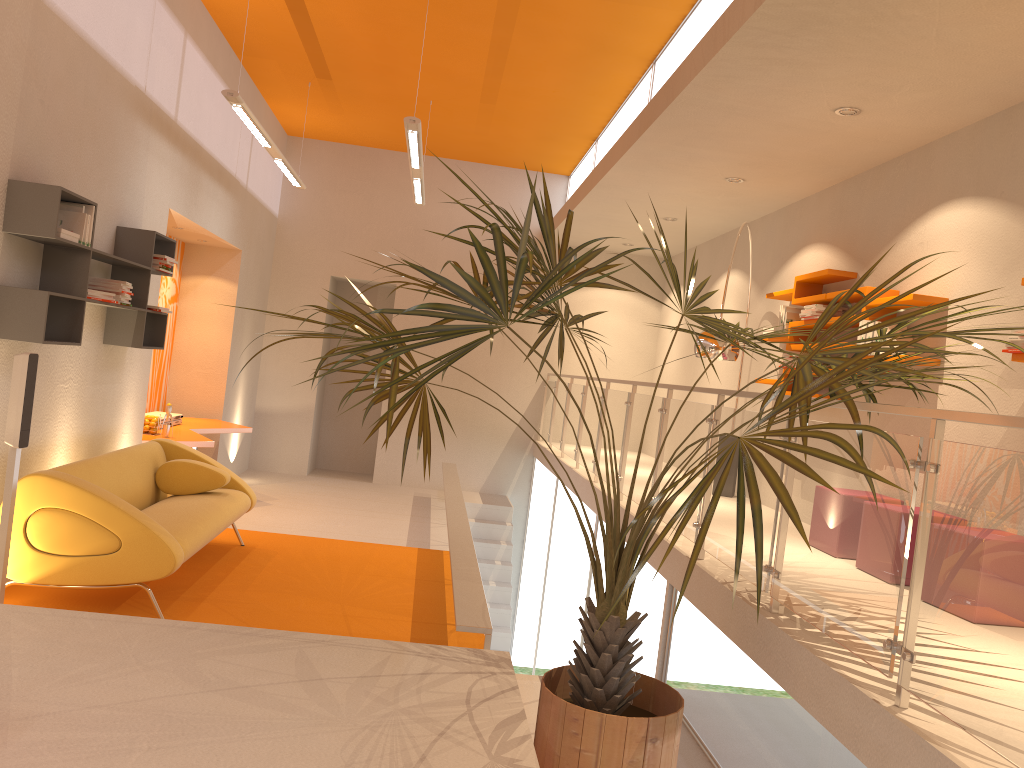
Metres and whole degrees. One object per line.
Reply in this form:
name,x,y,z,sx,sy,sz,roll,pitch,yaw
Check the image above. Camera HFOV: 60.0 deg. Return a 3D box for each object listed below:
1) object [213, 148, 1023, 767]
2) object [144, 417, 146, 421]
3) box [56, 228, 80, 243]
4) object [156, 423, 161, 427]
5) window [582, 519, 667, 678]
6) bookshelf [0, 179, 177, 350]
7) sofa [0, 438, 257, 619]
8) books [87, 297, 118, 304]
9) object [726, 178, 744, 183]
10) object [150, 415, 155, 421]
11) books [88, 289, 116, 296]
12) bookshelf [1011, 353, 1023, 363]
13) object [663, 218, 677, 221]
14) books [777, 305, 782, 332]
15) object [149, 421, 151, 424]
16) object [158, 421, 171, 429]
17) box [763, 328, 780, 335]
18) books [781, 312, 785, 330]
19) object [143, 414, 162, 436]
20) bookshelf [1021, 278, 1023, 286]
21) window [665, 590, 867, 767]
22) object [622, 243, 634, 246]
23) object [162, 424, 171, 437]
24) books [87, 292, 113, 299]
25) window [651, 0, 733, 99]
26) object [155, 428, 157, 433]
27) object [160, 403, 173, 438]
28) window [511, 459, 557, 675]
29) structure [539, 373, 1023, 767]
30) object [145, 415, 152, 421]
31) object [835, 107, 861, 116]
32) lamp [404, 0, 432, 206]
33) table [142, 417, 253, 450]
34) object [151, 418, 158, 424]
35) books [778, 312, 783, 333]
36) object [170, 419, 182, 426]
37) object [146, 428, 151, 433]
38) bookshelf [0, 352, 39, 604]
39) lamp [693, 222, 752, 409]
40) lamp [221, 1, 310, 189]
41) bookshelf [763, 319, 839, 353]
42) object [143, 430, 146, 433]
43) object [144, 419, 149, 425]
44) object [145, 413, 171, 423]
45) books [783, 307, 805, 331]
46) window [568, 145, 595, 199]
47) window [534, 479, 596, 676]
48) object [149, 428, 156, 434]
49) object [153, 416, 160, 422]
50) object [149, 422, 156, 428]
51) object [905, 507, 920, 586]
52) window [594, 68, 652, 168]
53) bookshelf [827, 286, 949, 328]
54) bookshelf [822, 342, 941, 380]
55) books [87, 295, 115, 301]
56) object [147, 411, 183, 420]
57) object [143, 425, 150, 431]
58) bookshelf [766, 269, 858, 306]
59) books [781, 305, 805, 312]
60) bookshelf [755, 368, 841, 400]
object,0.440,0.366,3.325,3.098,2.600,3.241,7,1,3
object,-3.099,0.289,7.431,0.059,0.060,0.050,7,1,29
box,-2.406,-0.781,4.593,0.232,0.047,0.232,7,1,-5
object,-3.030,0.341,7.568,0.063,0.051,0.053,7,1,-1
window,0.266,2.146,2.788,0.481,5.399,8.922,7,1,7
bookshelf,-2.503,-0.630,5.396,0.252,0.790,2.000,7,1,-5
sofa,-2.248,0.802,5.496,0.929,0.706,2.081,7,1,-5
books,-2.459,-0.496,5.121,0.210,0.013,0.297,7,1,10
object,1.785,-1.651,7.102,0.143,0.059,0.143,7,1,-33
object,-3.066,0.293,7.563,0.063,0.051,0.053,7,1,-13
books,-2.451,-0.535,5.113,0.190,0.015,0.254,7,1,11
bookshelf,2.510,-0.099,3.613,0.220,0.220,1.150,7,1,-5
object,1.613,-1.698,9.044,0.143,0.059,0.143,7,1,-33
books,2.224,-0.495,7.020,0.230,0.227,0.017,7,1,-5
object,-3.051,0.337,7.514,0.051,0.053,0.064,8,1,33
object,-3.270,0.364,8.063,0.262,0.049,0.349,7,1,-5
box,2.174,-0.412,7.143,0.232,0.047,0.232,7,1,-5
books,2.233,-0.464,6.953,0.230,0.169,0.027,7,1,-5
object,-3.088,0.331,7.496,0.207,0.174,0.189,7,1,-5
bookshelf,2.554,-0.454,3.608,0.220,0.220,1.150,7,1,-5
window,0.538,0.990,1.542,0.908,1.393,6.719,7,1,14
object,1.441,-1.745,10.987,0.143,0.059,0.143,7,1,-33
object,-2.887,0.391,7.405,0.060,0.106,0.060,7,1,27
books,-2.457,-0.521,5.106,0.190,0.015,0.254,7,1,6
window,1.223,-2.244,6.068,0.006,0.660,2.241,7,1,-5
object,-3.032,0.395,7.514,0.061,0.053,0.053,7,1,-18
object,-2.884,0.300,7.416,0.101,0.288,0.088,6,1,-35
window,0.178,2.855,10.669,0.006,3.760,2.078,7,1,-5
structure,0.974,0.444,6.154,0.195,0.900,11.050,7,1,-5
object,-3.078,0.289,7.505,0.063,0.053,0.051,8,1,31
object,1.957,-1.603,5.161,0.143,0.059,0.143,7,1,-33
lamp,-0.765,-2.335,7.668,0.120,1.052,3.195,7,1,-5
table,-3.115,0.788,8.265,0.969,0.760,2.573,7,1,-5
object,-3.017,0.316,7.486,0.053,0.051,0.063,7,1,-15
books,2.223,-0.465,6.980,0.230,0.169,0.027,7,1,-5
object,-3.307,0.355,8.416,0.250,0.049,0.349,7,1,-5
object,-3.090,0.381,7.514,0.052,0.060,0.057,8,1,36
bookshelf,-2.308,0.115,2.539,0.322,2.145,3.370,7,1,-3
lamp,1.680,-0.164,7.000,0.315,2.259,2.077,7,1,18
lamp,-1.980,-2.484,7.557,0.120,1.052,3.195,7,1,-5
bookshelf,2.243,-0.357,6.874,0.220,0.220,1.150,7,1,-5
object,-3.104,0.390,7.456,0.050,0.055,0.061,7,1,-15
object,-3.079,0.321,7.462,0.061,0.051,0.055,7,1,24
object,-3.264,0.316,8.063,0.262,0.049,0.349,7,1,-5
books,2.226,-0.485,6.928,0.207,0.210,0.021,7,1,-5
window,0.813,-2.357,10.690,0.006,0.660,1.894,7,1,-5
window,0.376,2.909,8.444,0.006,3.760,2.311,7,1,-5
object,-3.020,0.396,7.455,0.053,0.053,0.061,7,1,-15
object,-3.020,0.303,7.539,0.057,0.060,0.052,7,1,18
object,-3.017,0.345,7.445,0.053,0.055,0.060,7,1,-17
object,2.158,0.868,4.801,0.390,0.377,0.390,7,1,-5
window,1.011,-2.303,8.466,0.006,0.660,2.494,7,1,-5
bookshelf,2.369,-0.505,5.696,0.220,0.220,1.150,7,1,-5
bookshelf,2.325,-0.150,5.700,0.220,0.220,1.150,7,1,-5
books,-2.458,-0.508,5.117,0.190,0.011,0.268,7,1,11
object,-3.296,0.307,8.416,0.262,0.049,0.349,7,1,-5
object,-3.064,0.371,7.436,0.052,0.053,0.062,7,1,-23
bookshelf,2.286,-0.710,6.870,0.220,0.220,1.150,7,1,-5
books,2.232,-0.494,7.002,0.230,0.227,0.017,7,1,-5
bookshelf,2.199,-0.002,6.879,0.220,0.220,1.150,7,1,-5
